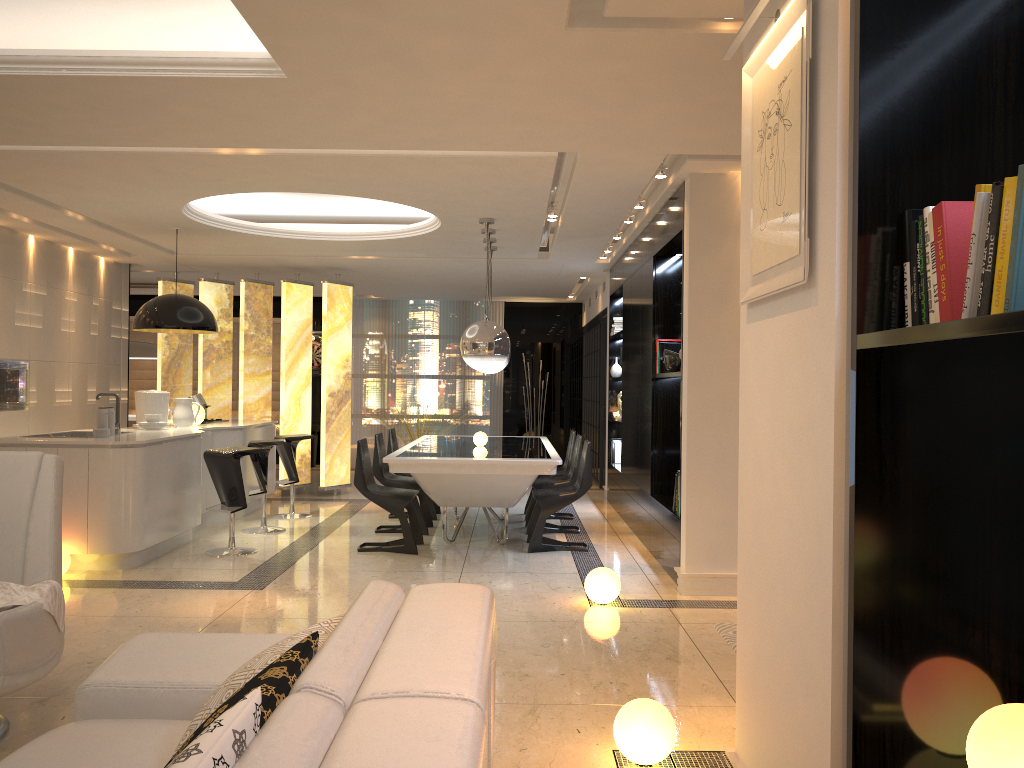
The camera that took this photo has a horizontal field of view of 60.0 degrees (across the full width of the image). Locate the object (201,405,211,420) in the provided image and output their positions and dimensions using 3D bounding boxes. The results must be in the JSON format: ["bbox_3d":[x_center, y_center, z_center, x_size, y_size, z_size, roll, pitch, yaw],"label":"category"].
[{"bbox_3d":[-3.186,0.284,8.888,0.266,0.147,0.253,1,0,43],"label":"object"}]

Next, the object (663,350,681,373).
[{"bbox_3d":[1.206,-0.162,6.487,0.193,0.177,0.375,1,0,1],"label":"object"}]

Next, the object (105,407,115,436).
[{"bbox_3d":[-2.925,0.269,6.445,0.071,0.219,0.071,1,0,-23],"label":"object"}]

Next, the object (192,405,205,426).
[{"bbox_3d":[-2.913,0.277,8.090,0.212,0.214,0.213,1,0,-39],"label":"object"}]

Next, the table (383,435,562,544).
[{"bbox_3d":[-0.288,0.921,7.808,1.293,0.759,3.031,1,0,0],"label":"table"}]

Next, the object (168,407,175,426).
[{"bbox_3d":[-3.126,0.294,8.020,0.211,0.174,0.211,1,0,-43],"label":"object"}]

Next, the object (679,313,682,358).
[{"bbox_3d":[1.233,-0.288,6.222,0.121,0.416,0.121,1,0,-5],"label":"object"}]

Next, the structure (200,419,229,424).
[{"bbox_3d":[-3.214,0.370,8.888,0.502,0.026,0.811,1,0,0],"label":"structure"}]

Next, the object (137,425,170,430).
[{"bbox_3d":[-2.996,0.364,7.400,0.264,0.033,0.264,1,0,-31],"label":"object"}]

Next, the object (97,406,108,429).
[{"bbox_3d":[-2.926,0.269,6.338,0.071,0.219,0.071,1,0,-9],"label":"object"}]

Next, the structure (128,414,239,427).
[{"bbox_3d":[-5.267,0.843,12.155,2.912,0.812,1.659,1,0,0],"label":"structure"}]

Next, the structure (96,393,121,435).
[{"bbox_3d":[-3.002,0.223,6.565,0.177,0.310,0.089,1,0,0],"label":"structure"}]

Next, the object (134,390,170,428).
[{"bbox_3d":[-3.123,0.216,7.698,0.288,0.330,0.288,1,0,17],"label":"object"}]

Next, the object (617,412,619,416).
[{"bbox_3d":[1.204,0.327,9.625,0.125,0.125,0.125,1,0,40],"label":"object"}]

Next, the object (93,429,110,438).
[{"bbox_3d":[-2.896,0.348,6.253,0.111,0.062,0.111,1,0,21],"label":"object"}]

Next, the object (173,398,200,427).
[{"bbox_3d":[-2.897,0.256,7.864,0.211,0.254,0.183,1,0,-38],"label":"object"}]

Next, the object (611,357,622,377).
[{"bbox_3d":[1.201,-0.266,9.837,0.210,0.395,0.180,1,0,3],"label":"object"}]

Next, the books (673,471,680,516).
[{"bbox_3d":[1.199,0.724,5.905,0.222,0.296,0.345,1,0,0],"label":"books"}]

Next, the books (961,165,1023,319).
[{"bbox_3d":[0.941,-0.234,1.569,0.212,0.261,0.210,1,0,0],"label":"books"}]

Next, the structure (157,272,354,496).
[{"bbox_3d":[-2.958,-0.001,10.236,2.180,2.555,0.448,1,0,0],"label":"structure"}]

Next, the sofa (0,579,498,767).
[{"bbox_3d":[-0.618,0.903,1.570,1.145,0.754,2.328,1,0,0],"label":"sofa"}]

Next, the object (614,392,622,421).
[{"bbox_3d":[1.185,0.237,9.458,0.177,0.311,0.177,1,0,0],"label":"object"}]

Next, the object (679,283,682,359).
[{"bbox_3d":[1.208,-0.386,6.071,0.121,0.612,0.121,1,0,-5],"label":"object"}]

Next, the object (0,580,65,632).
[{"bbox_3d":[-2.318,0.966,3.213,1.347,0.580,0.972,1,0,37],"label":"object"}]

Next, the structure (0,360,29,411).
[{"bbox_3d":[-4.710,0.014,7.911,0.446,0.450,0.659,1,0,0],"label":"structure"}]

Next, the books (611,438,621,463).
[{"bbox_3d":[1.214,0.748,9.905,0.210,0.270,0.236,1,0,0],"label":"books"}]

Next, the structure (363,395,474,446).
[{"bbox_3d":[-1.405,0.731,13.283,1.275,1.142,1.282,1,0,-44],"label":"structure"}]

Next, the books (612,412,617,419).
[{"bbox_3d":[1.222,0.354,9.838,0.209,0.073,0.266,1,0,3],"label":"books"}]

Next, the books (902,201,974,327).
[{"bbox_3d":[0.937,-0.238,1.801,0.208,0.270,0.240,1,0,0],"label":"books"}]

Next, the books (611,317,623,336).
[{"bbox_3d":[1.226,-0.637,9.849,0.259,0.188,0.302,1,0,7],"label":"books"}]

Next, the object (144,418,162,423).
[{"bbox_3d":[-2.995,0.307,7.400,0.138,0.051,0.138,1,0,-42],"label":"object"}]

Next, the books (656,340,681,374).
[{"bbox_3d":[1.224,-0.210,6.799,0.210,0.270,0.236,1,0,0],"label":"books"}]

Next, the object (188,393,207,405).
[{"bbox_3d":[-3.193,0.198,8.885,0.249,0.212,0.256,1,0,35],"label":"object"}]

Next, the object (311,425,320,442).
[{"bbox_3d":[-3.142,0.780,13.701,0.330,0.297,0.032,1,0,0],"label":"object"}]

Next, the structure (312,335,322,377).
[{"bbox_3d":[-3.154,-0.447,14.077,0.669,0.669,0.048,1,0,0],"label":"structure"}]

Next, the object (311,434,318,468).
[{"bbox_3d":[-3.144,1.028,13.606,0.261,0.508,0.325,1,0,0],"label":"object"}]

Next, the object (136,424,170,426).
[{"bbox_3d":[-2.996,0.352,7.400,0.264,0.033,0.264,1,0,-31],"label":"object"}]
